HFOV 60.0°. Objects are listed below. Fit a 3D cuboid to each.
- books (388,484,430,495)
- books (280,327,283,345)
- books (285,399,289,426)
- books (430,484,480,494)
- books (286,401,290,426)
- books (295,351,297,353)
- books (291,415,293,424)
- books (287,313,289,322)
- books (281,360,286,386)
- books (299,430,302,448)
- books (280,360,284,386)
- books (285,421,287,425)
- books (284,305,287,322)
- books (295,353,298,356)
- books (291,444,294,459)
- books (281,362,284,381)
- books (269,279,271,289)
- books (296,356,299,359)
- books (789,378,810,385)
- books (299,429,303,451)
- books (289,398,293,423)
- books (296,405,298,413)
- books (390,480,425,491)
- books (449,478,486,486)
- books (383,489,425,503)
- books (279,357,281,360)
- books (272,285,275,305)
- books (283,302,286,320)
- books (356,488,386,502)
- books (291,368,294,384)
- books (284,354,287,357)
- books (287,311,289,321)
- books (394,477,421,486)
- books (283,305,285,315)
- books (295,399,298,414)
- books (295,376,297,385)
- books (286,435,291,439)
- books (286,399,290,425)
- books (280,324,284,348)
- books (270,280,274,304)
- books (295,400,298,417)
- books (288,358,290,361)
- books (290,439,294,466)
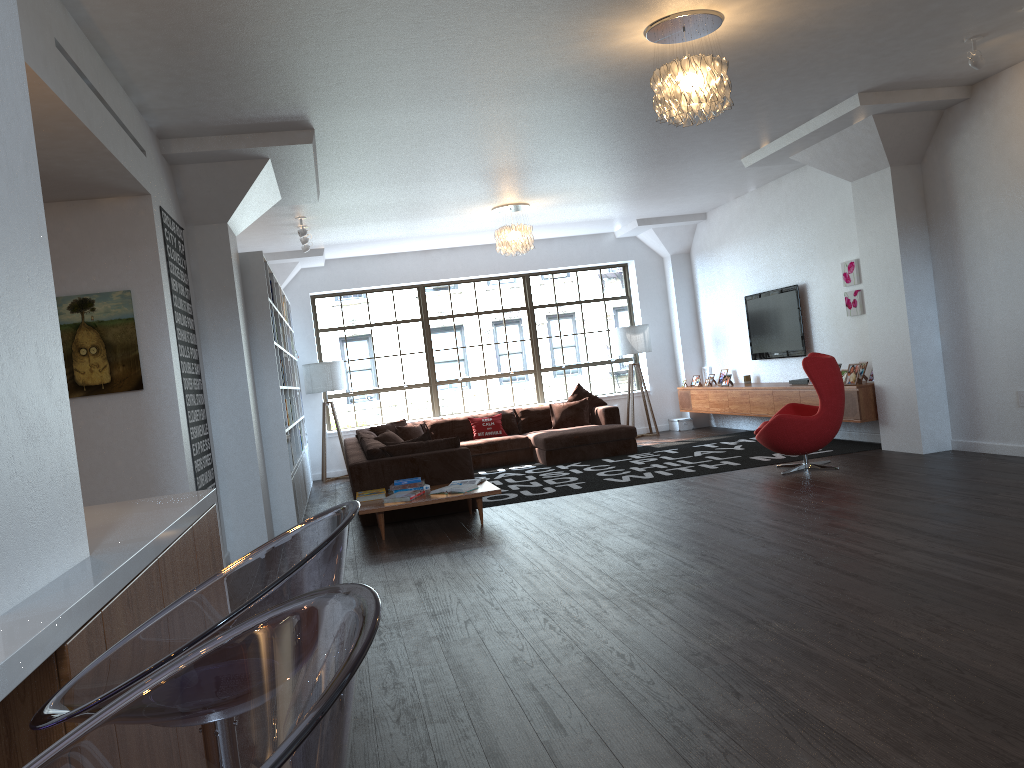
[{"bbox_3d":[-0.868,0.885,7.457,0.312,0.037,0.216,-7,1,-21],"label":"books"},{"bbox_3d":[-2.445,-0.454,9.096,0.174,0.239,0.045,-7,1,-11],"label":"books"},{"bbox_3d":[-2.214,0.280,8.369,0.183,0.253,0.034,-7,1,-11],"label":"books"},{"bbox_3d":[-0.465,0.841,7.117,0.342,0.040,0.231,-6,1,29],"label":"books"},{"bbox_3d":[-2.217,0.280,8.402,0.183,0.253,0.034,-7,1,-11],"label":"books"},{"bbox_3d":[-2.952,-0.399,11.515,0.254,0.032,0.174,-7,1,24],"label":"books"},{"bbox_3d":[-2.305,0.282,8.872,0.183,0.253,0.034,-7,1,-12],"label":"books"},{"bbox_3d":[-2.916,-0.814,11.183,0.183,0.253,0.042,-7,1,-11],"label":"books"},{"bbox_3d":[-2.261,-0.091,8.436,0.182,0.253,0.034,-7,1,-11],"label":"books"},{"bbox_3d":[-2.526,0.667,10.224,0.183,0.253,0.034,-7,1,-12],"label":"books"},{"bbox_3d":[-2.232,-0.091,8.265,0.182,0.253,0.034,-7,1,-11],"label":"books"},{"bbox_3d":[-2.074,0.352,7.578,0.197,0.033,0.284,-8,1,-36],"label":"books"},{"bbox_3d":[-2.774,-0.819,10.501,0.183,0.253,0.034,-7,1,-11],"label":"books"},{"bbox_3d":[-2.951,-0.366,11.520,0.284,0.033,0.197,-7,1,4],"label":"books"},{"bbox_3d":[-2.180,0.679,8.495,0.161,0.207,0.135,-7,1,-12],"label":"books"},{"bbox_3d":[-2.250,-0.084,8.363,0.174,0.239,0.045,-7,1,-11],"label":"books"},{"bbox_3d":[-2.316,-0.851,8.142,0.197,0.290,0.136,-7,1,-11],"label":"books"},{"bbox_3d":[-2.947,-0.332,11.521,0.284,0.035,0.197,-7,1,19],"label":"books"},{"bbox_3d":[3.290,-0.030,9.843,0.250,0.053,0.400,-7,1,-11],"label":"books"},{"bbox_3d":[-2.555,0.668,10.383,0.183,0.253,0.034,-7,1,-12],"label":"books"},{"bbox_3d":[-2.334,0.283,9.030,0.183,0.253,0.034,-7,1,-12],"label":"books"},{"bbox_3d":[-2.616,0.310,10.456,0.161,0.222,0.084,-7,1,-11],"label":"books"},{"bbox_3d":[-0.878,0.850,7.459,0.279,0.035,0.191,-7,1,-1],"label":"books"},{"bbox_3d":[-0.381,0.825,7.485,0.256,0.035,0.350,-7,1,14],"label":"books"},{"bbox_3d":[-0.858,0.892,7.049,0.236,0.035,0.340,-7,1,14],"label":"books"},{"bbox_3d":[-2.286,-0.107,8.495,0.176,0.294,0.102,-7,1,-11],"label":"books"},{"bbox_3d":[-2.360,-0.833,8.432,0.182,0.255,0.077,-7,1,-11],"label":"books"},{"bbox_3d":[-2.747,-0.820,10.367,0.183,0.253,0.034,-7,1,-11],"label":"books"},{"bbox_3d":[-1.166,0.920,7.337,0.241,0.045,0.334,-7,1,-10],"label":"books"},{"bbox_3d":[-2.670,-0.065,10.510,0.140,0.231,0.042,-7,1,-11],"label":"books"},{"bbox_3d":[-2.359,-0.272,8.790,0.223,0.027,0.161,-7,1,-2],"label":"books"},{"bbox_3d":[-2.933,-0.814,11.269,0.183,0.253,0.042,-7,1,-11],"label":"books"},{"bbox_3d":[-0.876,0.818,7.457,0.224,0.027,0.157,-7,1,-6],"label":"books"},{"bbox_3d":[-2.745,-0.819,10.334,0.183,0.253,0.034,-7,1,-11],"label":"books"},{"bbox_3d":[-2.596,0.299,10.330,0.174,0.242,0.105,-7,1,-11],"label":"books"},{"bbox_3d":[-2.799,-0.070,11.090,0.183,0.253,0.042,-7,1,-11],"label":"books"},{"bbox_3d":[-2.028,0.465,7.597,0.223,0.027,0.161,-7,1,-2],"label":"books"},{"bbox_3d":[-2.243,0.280,8.536,0.183,0.253,0.034,-7,1,-11],"label":"books"},{"bbox_3d":[-2.484,-0.474,9.228,0.197,0.283,0.065,-7,1,-11],"label":"books"},{"bbox_3d":[-2.317,-0.833,8.248,0.182,0.253,0.098,-7,1,-11],"label":"books"},{"bbox_3d":[-2.540,0.292,10.082,0.182,0.253,0.098,-7,1,-11],"label":"books"},{"bbox_3d":[-2.522,-0.247,9.540,0.224,0.030,0.161,-7,1,-1],"label":"books"},{"bbox_3d":[-2.161,0.655,8.349,0.183,0.253,0.042,-7,1,-11],"label":"books"}]
